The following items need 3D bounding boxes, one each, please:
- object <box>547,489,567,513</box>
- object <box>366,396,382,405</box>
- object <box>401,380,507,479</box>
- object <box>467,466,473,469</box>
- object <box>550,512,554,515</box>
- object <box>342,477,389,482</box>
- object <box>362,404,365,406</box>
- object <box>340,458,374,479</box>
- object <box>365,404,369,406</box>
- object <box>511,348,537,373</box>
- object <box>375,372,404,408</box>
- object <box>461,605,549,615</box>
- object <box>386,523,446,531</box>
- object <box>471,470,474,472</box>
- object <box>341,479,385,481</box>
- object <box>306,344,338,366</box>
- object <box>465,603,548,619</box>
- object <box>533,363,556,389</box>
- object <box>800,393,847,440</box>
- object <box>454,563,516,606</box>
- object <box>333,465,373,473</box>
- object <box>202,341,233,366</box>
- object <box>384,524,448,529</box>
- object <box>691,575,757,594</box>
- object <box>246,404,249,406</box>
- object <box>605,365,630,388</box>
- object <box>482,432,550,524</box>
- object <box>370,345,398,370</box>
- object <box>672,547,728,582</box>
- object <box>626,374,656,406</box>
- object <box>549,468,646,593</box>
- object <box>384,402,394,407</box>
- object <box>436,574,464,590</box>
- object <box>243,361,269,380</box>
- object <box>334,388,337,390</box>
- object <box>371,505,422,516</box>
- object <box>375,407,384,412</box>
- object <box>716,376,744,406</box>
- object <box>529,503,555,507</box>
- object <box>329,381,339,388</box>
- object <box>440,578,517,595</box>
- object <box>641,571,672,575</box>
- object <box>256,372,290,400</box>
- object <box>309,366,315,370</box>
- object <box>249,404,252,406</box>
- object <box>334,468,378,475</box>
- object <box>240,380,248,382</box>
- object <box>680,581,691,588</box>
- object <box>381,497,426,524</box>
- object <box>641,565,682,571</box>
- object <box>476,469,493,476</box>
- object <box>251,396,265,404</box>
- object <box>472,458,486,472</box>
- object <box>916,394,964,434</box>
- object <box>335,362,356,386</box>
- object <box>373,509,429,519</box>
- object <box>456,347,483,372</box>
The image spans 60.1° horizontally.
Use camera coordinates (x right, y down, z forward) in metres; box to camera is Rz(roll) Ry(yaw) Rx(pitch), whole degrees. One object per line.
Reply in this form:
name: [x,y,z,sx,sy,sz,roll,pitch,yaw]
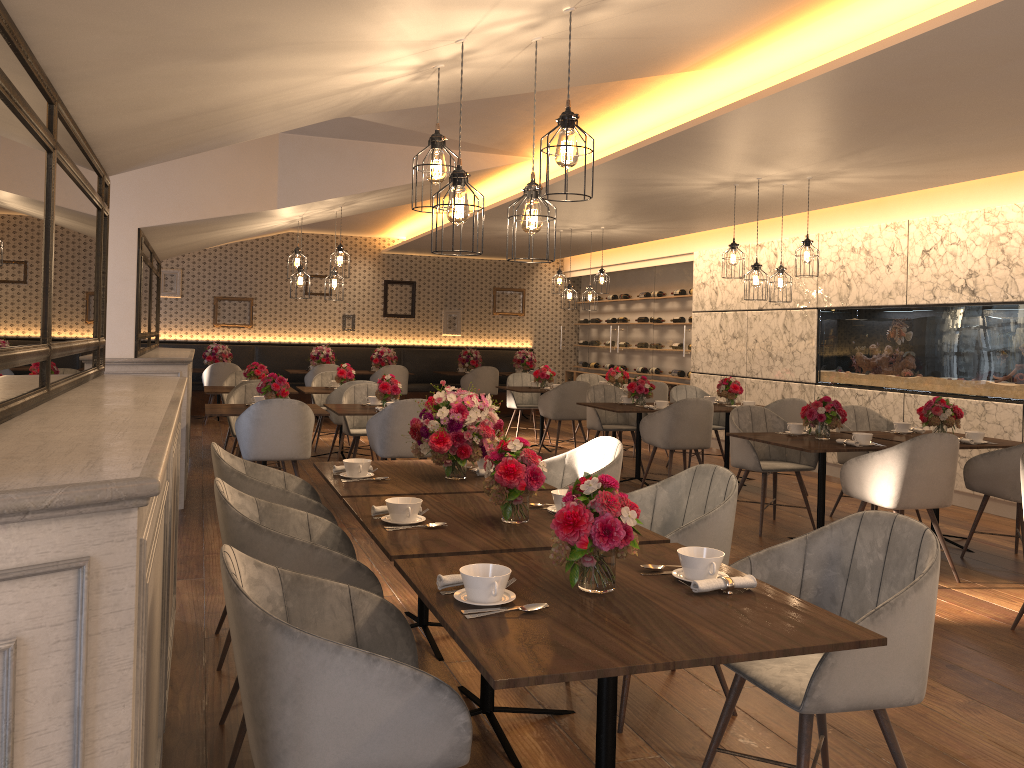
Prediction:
object: [0.201,0.426,3.186,0.148,0.072,0.148,3,3,23]
object: [-1.175,0.145,7.603,0.148,0.072,0.148,4,3,38]
object: [-0.240,0.198,3.884,0.419,0.425,0.406,1,2,-31]
object: [-0.165,0.391,4.166,0.197,0.015,0.043,0,3,-23]
object: [0.218,0.455,3.108,0.192,0.024,0.025,0,2,-19]
object: [-0.615,0.403,3.729,0.197,0.015,0.043,0,3,-23]
object: [-1.276,0.174,7.547,0.043,0.015,0.197,0,3,-23]
object: [-0.670,0.367,3.830,0.148,0.072,0.148,3,3,23]
object: [-1.241,0.180,7.552,0.022,0.004,0.211,0,3,-19]
object: [0.207,-0.378,14.542,0.405,0.425,0.420,2,2,24]
object: [-1.010,0.051,7.295,0.234,0.301,0.305,2,2,0]
object: [-0.014,0.518,2.040,0.210,0.004,0.022,0,3,-19]
object: [-0.306,0.460,2.850,0.197,0.015,0.043,0,3,-23]
object: [-0.091,0.398,3.987,0.192,0.024,0.025,0,2,-19]
object: [-0.620,0.406,3.765,0.210,0.004,0.022,0,3,-19]
object: [-2.897,-0.404,13.532,0.405,0.425,0.420,2,2,24]
object: [-0.009,0.514,2.005,0.197,0.015,0.043,0,3,-23]
object: [0.393,-0.096,10.644,0.305,0.301,0.234,0,2,-42]
object: [2.069,0.213,5.874,0.305,0.301,0.234,2,1,13]
object: [-0.064,0.479,2.105,0.148,0.072,0.148,3,3,23]
object: [-0.709,0.377,3.937,0.175,0.039,0.056,0,2,-19]
object: [-4.304,-0.410,12.942,0.419,0.425,0.406,1,2,-31]
object: [-0.311,0.463,2.885,0.210,0.004,0.022,0,3,-19]
object: [0.536,0.505,2.233,0.175,0.039,0.056,0,2,-19]
object: [-2.167,0.167,7.234,0.043,0.015,0.197,0,3,-23]
object: [1.299,-0.087,10.929,0.305,0.301,0.234,2,1,2]
object: [0.016,0.315,3.019,0.234,0.301,0.305,2,2,0]
object: [-1.986,-0.393,13.746,0.419,0.425,0.406,1,1,-17]
object: [0.498,0.481,2.341,0.148,0.072,0.148,3,3,23]
object: [1.215,0.056,8.305,0.305,0.301,0.234,0,2,-42]
object: [0.219,0.362,2.224,0.234,0.301,0.305,2,2,28]
object: [-0.939,0.182,7.041,0.148,0.072,0.148,4,3,38]
object: [-0.102,0.489,2.212,0.175,0.039,0.056,0,2,-19]
object: [-2.661,-0.096,9.162,0.234,0.301,0.305,0,2,-44]
object: [-1.817,0.057,9.193,0.056,0.039,0.176,1,3,-19]
object: [-0.399,0.434,3.057,0.175,0.039,0.056,0,2,-19]
object: [-1.047,0.198,7.003,0.056,0.039,0.176,1,3,-19]
object: [2.123,0.064,8.593,0.234,0.301,0.305,1,2,-18]
object: [0.145,0.448,3.286,0.197,0.015,0.043,0,3,-23]
object: [-1.944,0.003,9.793,0.148,0.072,0.148,4,3,38]
object: [-0.082,0.498,2.183,0.192,0.024,0.025,0,2,-19]
object: [0.447,0.510,2.405,0.210,0.004,0.022,0,3,-19]
object: [-1.891,0.045,6.972,0.234,0.301,0.305,0,2,-44]
object: [-3.085,-0.248,13.776,0.148,0.072,0.148,3,3,28]
object: [-2.132,0.174,7.239,0.022,0.004,0.211,0,3,-19]
object: [-0.688,0.386,3.908,0.192,0.024,0.025,0,2,-19]
object: [-2.836,-0.004,9.480,0.148,0.072,0.148,4,3,38]
object: [0.515,0.510,2.263,0.192,0.024,0.025,0,2,-19]
object: [-0.361,0.424,2.950,0.148,0.072,0.148,3,3,23]
object: [0.442,0.503,2.441,0.197,0.015,0.043,0,3,-23]
object: [-0.070,0.393,3.958,0.175,0.039,0.056,0,2,-19]
object: [-2.066,0.138,7.290,0.148,0.072,0.148,4,3,38]
object: [-0.108,0.369,4.065,0.148,0.072,0.148,3,3,23]
object: [2.974,0.220,6.162,0.305,0.301,0.234,2,1,2]
object: [-1.779,-0.090,9.485,0.234,0.301,0.305,2,2,0]
object: [-0.379,0.443,3.028,0.192,0.024,0.025,0,2,-19]
object: [-0.675,-0.384,14.221,0.405,0.425,0.420,2,2,23]
